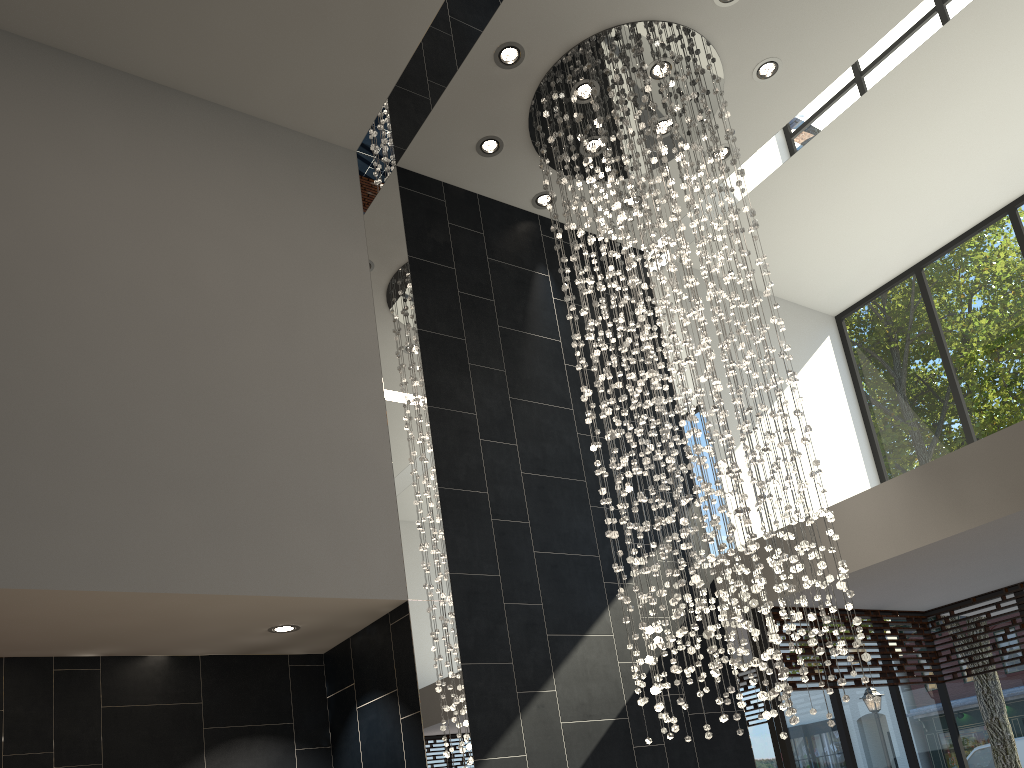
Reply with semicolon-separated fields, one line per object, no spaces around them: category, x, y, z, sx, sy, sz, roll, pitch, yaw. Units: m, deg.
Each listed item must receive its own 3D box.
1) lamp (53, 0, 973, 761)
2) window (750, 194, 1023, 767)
lamp;-9.288;-40.944;11.279;397.682;105.983;433.392;-3;-27;-10
window;4.448;0.295;4.924;2.375;5.561;6.569;4;-25;-34
